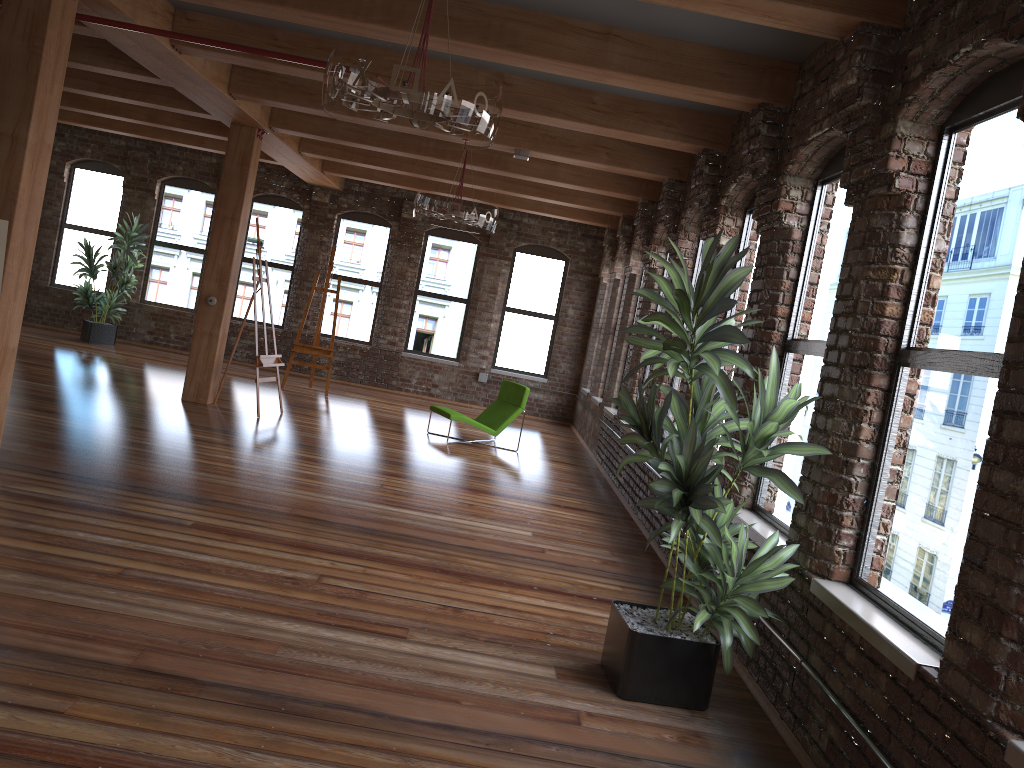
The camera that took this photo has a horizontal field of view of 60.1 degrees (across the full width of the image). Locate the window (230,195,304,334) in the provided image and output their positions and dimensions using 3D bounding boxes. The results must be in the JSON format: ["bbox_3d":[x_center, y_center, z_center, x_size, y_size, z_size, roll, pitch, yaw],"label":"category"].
[{"bbox_3d":[-4.034,-2.010,14.604,0.968,2.225,0.221,11,2,-1],"label":"window"}]

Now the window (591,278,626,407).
[{"bbox_3d":[1.452,-0.802,12.140,0.231,2.212,0.970,11,2,-2],"label":"window"}]

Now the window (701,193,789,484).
[{"bbox_3d":[1.564,-0.355,6.277,0.232,2.212,0.970,11,2,-2],"label":"window"}]

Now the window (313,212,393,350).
[{"bbox_3d":[-2.594,-1.741,14.640,0.968,2.225,0.221,11,2,-1],"label":"window"}]

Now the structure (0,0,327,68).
[{"bbox_3d":[-4.376,-2.816,6.046,6.806,0.112,0.051,11,2,-1],"label":"structure"}]

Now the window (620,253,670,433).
[{"bbox_3d":[1.507,-0.579,9.210,0.230,2.212,0.970,11,2,-2],"label":"window"}]

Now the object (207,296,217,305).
[{"bbox_3d":[-3.277,-0.907,9.662,0.095,0.095,0.061,11,2,-2],"label":"object"}]

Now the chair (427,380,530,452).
[{"bbox_3d":[-0.418,0.315,10.662,0.953,0.795,0.683,9,3,-27],"label":"chair"}]

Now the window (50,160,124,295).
[{"bbox_3d":[-6.940,-2.589,14.599,0.968,2.167,0.086,11,1,-1],"label":"window"}]

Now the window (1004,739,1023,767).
[{"bbox_3d":[1.650,-0.019,1.879,0.235,2.212,0.970,11,2,-2],"label":"window"}]

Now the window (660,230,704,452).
[{"bbox_3d":[1.538,-0.466,7.744,0.236,2.212,0.970,11,2,-2],"label":"window"}]

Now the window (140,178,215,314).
[{"bbox_3d":[-5.474,-2.314,14.635,0.968,2.167,0.086,11,1,-1],"label":"window"}]

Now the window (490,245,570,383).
[{"bbox_3d":[0.313,-1.202,14.713,0.968,2.216,0.219,11,2,-1],"label":"window"}]

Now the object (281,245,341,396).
[{"bbox_3d":[-2.748,-0.960,12.721,0.661,2.138,0.686,11,2,-7],"label":"object"}]

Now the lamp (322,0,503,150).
[{"bbox_3d":[-0.393,-1.560,3.991,0.813,0.814,0.806,13,4,41],"label":"lamp"}]

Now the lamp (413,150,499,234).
[{"bbox_3d":[-0.476,-1.892,8.336,0.813,0.814,0.807,13,3,34],"label":"lamp"}]

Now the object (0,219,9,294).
[{"bbox_3d":[-3.045,-0.422,4.543,0.699,2.138,0.688,9,2,-42],"label":"object"}]

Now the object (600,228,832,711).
[{"bbox_3d":[0.890,0.376,4.085,0.968,2.101,1.080,11,2,11],"label":"object"}]

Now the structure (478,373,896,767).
[{"bbox_3d":[1.151,0.769,7.970,1.631,0.313,13.751,10,4,-9],"label":"structure"}]

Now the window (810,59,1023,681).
[{"bbox_3d":[1.622,-0.131,3.344,0.235,2.212,0.970,11,2,-2],"label":"window"}]

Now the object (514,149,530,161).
[{"bbox_3d":[0.094,-2.173,8.377,0.145,0.072,0.148,11,4,-2],"label":"object"}]

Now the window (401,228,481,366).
[{"bbox_3d":[-1.147,-1.475,14.677,0.968,2.216,0.219,11,2,-1],"label":"window"}]

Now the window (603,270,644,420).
[{"bbox_3d":[1.480,-0.690,10.673,0.233,2.212,0.970,11,2,-2],"label":"window"}]

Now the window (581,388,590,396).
[{"bbox_3d":[1.423,-0.915,13.633,0.232,2.212,0.970,11,2,-2],"label":"window"}]

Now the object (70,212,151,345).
[{"bbox_3d":[-6.322,-1.695,13.844,1.077,2.101,0.971,10,2,-24],"label":"object"}]

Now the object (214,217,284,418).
[{"bbox_3d":[-2.811,-0.764,9.867,0.686,2.138,0.662,11,2,8],"label":"object"}]

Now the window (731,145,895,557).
[{"bbox_3d":[1.594,-0.243,4.811,0.235,2.212,0.970,11,2,-2],"label":"window"}]
